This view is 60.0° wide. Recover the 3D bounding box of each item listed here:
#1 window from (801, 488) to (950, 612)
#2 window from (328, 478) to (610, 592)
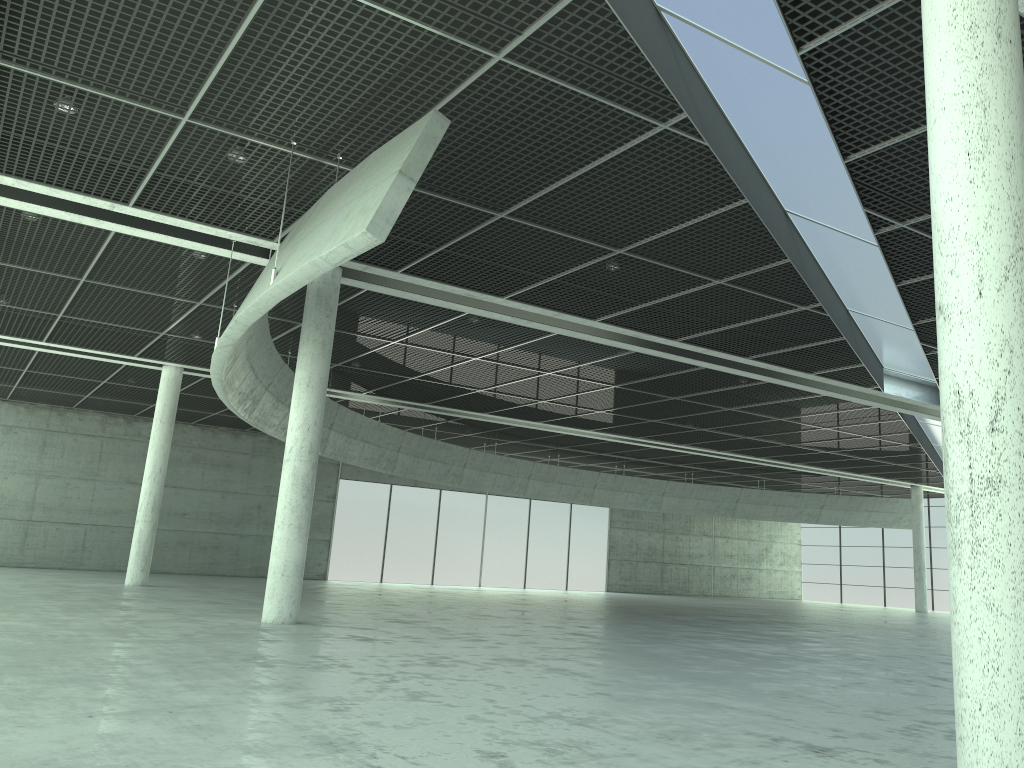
[{"bbox_3d":[24.367,7.978,52.203,100.709,16.083,99.629,12,-15,-32],"label":"window"},{"bbox_3d":[-3.001,18.121,92.570,33.503,10.663,0.159,12,-15,-32],"label":"window"}]
